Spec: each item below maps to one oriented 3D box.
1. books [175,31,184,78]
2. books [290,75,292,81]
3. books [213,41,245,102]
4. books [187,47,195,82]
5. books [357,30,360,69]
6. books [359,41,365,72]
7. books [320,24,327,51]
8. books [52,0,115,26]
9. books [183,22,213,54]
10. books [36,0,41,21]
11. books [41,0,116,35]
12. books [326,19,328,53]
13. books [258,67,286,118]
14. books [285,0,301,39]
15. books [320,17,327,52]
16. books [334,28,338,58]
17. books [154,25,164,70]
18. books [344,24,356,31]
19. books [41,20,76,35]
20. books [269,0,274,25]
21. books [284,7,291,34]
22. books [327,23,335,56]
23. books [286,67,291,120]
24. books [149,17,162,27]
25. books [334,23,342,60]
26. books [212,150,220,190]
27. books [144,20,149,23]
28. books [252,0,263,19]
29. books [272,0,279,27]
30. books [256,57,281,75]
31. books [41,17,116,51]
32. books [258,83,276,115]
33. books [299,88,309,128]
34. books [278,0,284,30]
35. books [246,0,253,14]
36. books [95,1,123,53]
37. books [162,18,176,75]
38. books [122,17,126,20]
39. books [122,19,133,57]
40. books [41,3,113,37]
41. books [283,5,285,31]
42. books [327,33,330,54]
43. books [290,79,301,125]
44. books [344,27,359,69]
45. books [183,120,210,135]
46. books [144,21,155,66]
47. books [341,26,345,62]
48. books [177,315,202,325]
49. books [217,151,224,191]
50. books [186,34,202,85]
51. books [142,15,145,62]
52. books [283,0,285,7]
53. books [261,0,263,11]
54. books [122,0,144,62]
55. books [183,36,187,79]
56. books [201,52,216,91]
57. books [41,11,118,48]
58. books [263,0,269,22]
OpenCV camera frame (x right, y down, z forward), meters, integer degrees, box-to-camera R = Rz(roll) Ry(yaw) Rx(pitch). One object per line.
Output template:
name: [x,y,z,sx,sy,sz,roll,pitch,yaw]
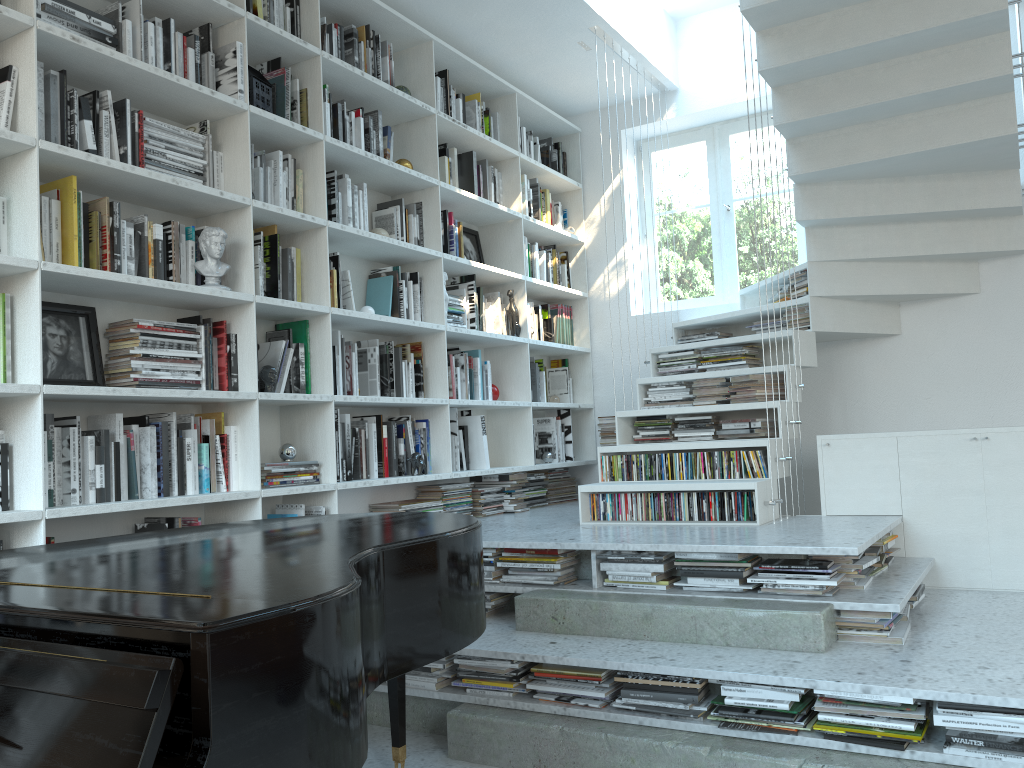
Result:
books: [-1.295,-1.172,3.297,0.190,0.222,0.023,-5,-4,30]
books: [-1.000,-1.184,3.848,0.130,0.292,0.005,-5,-4,30]
books: [-1.146,-1.176,3.446,0.272,0.237,0.037,-5,-4,30]
books: [-1.265,-1.152,3.348,0.176,0.188,0.029,-5,-4,30]
books: [-0.794,-1.530,4.241,0.159,0.285,0.007,-5,-4,30]
books: [-0.770,-1.504,4.241,0.160,0.231,0.018,-5,-4,30]
books: [-0.912,-1.502,3.990,0.183,0.206,0.046,-5,-4,30]
books: [-1.512,-1.242,2.982,0.159,0.024,0.285,-5,-5,30]
books: [-1.221,-1.221,3.452,0.155,0.334,0.012,-5,-4,30]
books: [-1.568,-1.204,2.826,0.191,0.249,0.021,-5,-4,30]
books: [-1.507,-1.218,2.978,0.159,0.024,0.285,-5,-5,32]
books: [-0.907,-1.519,4.031,0.172,0.244,0.011,-5,-4,30]
books: [-1.023,-1.181,3.736,0.190,0.272,0.021,-5,-4,30]
books: [-0.994,-1.532,3.848,0.186,0.253,0.029,-5,-4,30]
books: [-0.905,-1.520,4.018,0.173,0.244,0.009,-5,-4,30]
books: [-0.875,-1.508,4.085,0.163,0.226,0.028,-5,-4,30]
books: [-1.342,-1.172,3.235,0.183,0.219,0.028,-5,-4,30]
books: [-0.808,-1.536,4.205,0.167,0.292,0.024,-5,-4,30]
books: [-1.501,-1.140,2.971,0.159,0.012,0.285,-5,-4,27]
books: [-1.068,-1.500,3.728,0.173,0.180,0.022,-5,-4,30]
books: [-1.025,-1.503,3.822,0.182,0.194,0.022,-5,-4,30]
books: [-0.879,-1.511,4.052,0.174,0.229,0.013,-5,-4,30]
books: [-1.010,-1.187,3.774,0.179,0.288,0.021,-5,-4,30]
books: [-1.346,-1.197,3.271,0.140,0.273,0.029,-5,-4,30]
books: [-0.860,-1.521,4.111,0.161,0.255,0.030,-5,-4,30]
books: [-1.200,-0.787,3.437,0.172,0.198,0.030,-5,-4,30]
books: [-1.361,-1.185,3.223,0.131,0.244,0.012,-5,-4,30]
books: [-1.109,-1.540,3.663,0.191,0.254,0.054,-5,-4,30]
books: [-1.058,-1.510,3.749,0.180,0.201,0.024,-5,-4,30]
books: [-1.037,-1.211,3.773,0.143,0.339,0.025,-5,-4,30]
books: [-1.504,-1.151,2.973,0.159,0.012,0.285,-5,-4,28]
books: [-1.054,-1.149,3.744,0.156,0.213,0.019,-5,-4,30]
books: [-0.965,-1.148,3.835,0.224,0.213,0.008,-5,-4,30]
books: [-1.040,-1.515,3.771,0.169,0.213,0.031,-5,-4,30]
books: [-1.127,-1.531,3.625,0.171,0.233,0.015,-5,-4,30]
books: [-1.420,-1.195,3.106,0.161,0.254,0.012,-5,-4,30]
books: [-1.315,-1.195,3.283,0.185,0.269,0.023,-5,-4,30]
books: [-1.418,-1.176,3.155,0.128,0.223,0.024,-5,-4,30]
books: [-1.405,-1.161,3.118,0.193,0.187,0.025,-5,-4,30]
books: [-1.502,-1.194,2.975,0.161,0.025,0.254,-5,-4,26]
books: [-1.044,-1.508,3.805,0.162,0.203,0.025,-5,-4,30]
books: [-0.894,-1.488,4.048,0.160,0.183,0.009,-5,-4,30]
books: [-0.982,-1.166,3.809,0.186,0.248,0.013,-5,-4,30]
books: [-0.801,-1.521,4.170,0.185,0.258,0.028,-5,-4,30]
books: [-1.216,-0.847,3.424,0.140,0.318,0.012,-5,-4,30]
books: [-1.360,-1.172,3.199,0.190,0.216,0.027,-5,-4,30]
books: [-0.849,-1.521,4.134,0.169,0.256,0.021,-5,-4,30]
books: [-1.216,-0.104,3.355,0.130,0.299,0.011,-5,-4,30]
books: [-1.190,-0.789,3.466,0.158,0.205,0.030,-5,-4,30]
books: [-1.251,-1.181,3.375,0.173,0.248,0.032,-5,-4,30]
books: [-1.380,-1.184,3.171,0.171,0.237,0.021,-5,-4,30]
books: [-1.034,-1.568,3.849,0.128,0.329,0.012,-5,-4,30]
books: [-1.106,-1.547,3.710,0.151,0.274,0.030,-5,-4,30]
books: [-1.376,-1.209,3.151,0.190,0.284,0.011,-5,-4,30]
books: [-1.280,-1.174,3.334,0.158,0.230,0.012,-5,-4,30]
books: [-1.221,-1.156,3.426,0.191,0.202,0.029,-5,-4,30]
books: [-1.498,-1.170,2.972,0.159,0.024,0.285,-5,-5,35]
books: [-1.082,-1.559,3.719,0.167,0.297,0.010,-5,-4,30]
